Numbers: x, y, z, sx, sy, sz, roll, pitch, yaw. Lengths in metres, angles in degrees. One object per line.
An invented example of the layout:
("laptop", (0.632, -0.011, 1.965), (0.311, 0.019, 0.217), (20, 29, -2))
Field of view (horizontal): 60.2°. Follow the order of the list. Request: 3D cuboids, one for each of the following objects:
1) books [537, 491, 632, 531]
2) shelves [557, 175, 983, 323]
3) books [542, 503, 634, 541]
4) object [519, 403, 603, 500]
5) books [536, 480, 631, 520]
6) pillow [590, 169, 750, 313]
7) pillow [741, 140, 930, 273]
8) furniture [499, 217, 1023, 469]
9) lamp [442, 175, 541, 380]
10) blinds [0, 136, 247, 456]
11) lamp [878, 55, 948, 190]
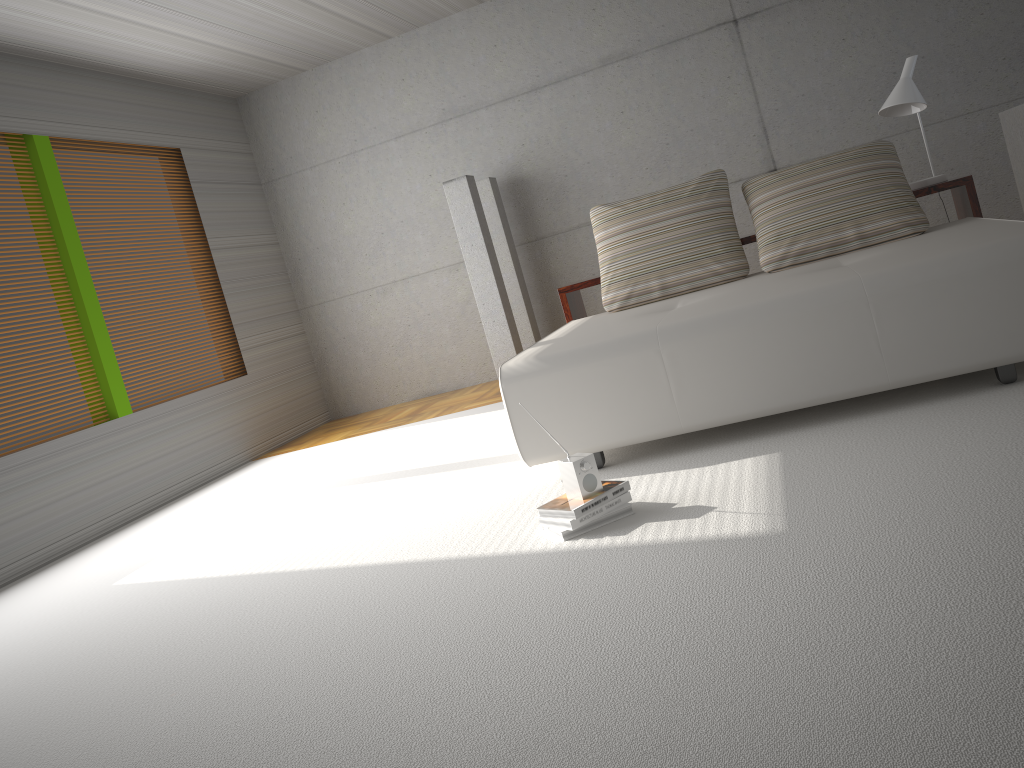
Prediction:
("books", (0.243, 0.419, 2.972), (0.268, 0.032, 0.188), (-20, 8, -33))
("shelves", (1.453, -0.506, 5.031), (2.237, 0.713, 0.404), (-14, 4, 17))
("books", (0.252, 0.449, 2.974), (0.266, 0.032, 0.189), (-18, 7, -18))
("object", (0.158, 0.209, 2.928), (0.187, 0.365, 0.089), (-18, 3, -32))
("books", (0.242, 0.386, 2.970), (0.268, 0.032, 0.188), (-21, 9, -38))
("pillow", (0.842, -0.783, 4.851), (0.796, 0.607, 0.495), (-14, 5, 17))
("pillow", (1.631, -0.918, 4.553), (0.802, 0.515, 0.584), (-14, 5, 18))
("furniture", (1.197, -0.213, 4.090), (2.156, 0.520, 1.631), (-14, 7, 17))
("lamp", (-0.107, -0.838, 7.173), (0.199, 1.685, 0.806), (-15, 3, 18))
("blinds", (-2.917, -0.635, 5.844), (0.012, 2.036, 3.572), (-15, 6, 18))
("lamp", (2.158, -1.406, 4.746), (0.323, 0.697, 0.245), (-16, 3, -1))
